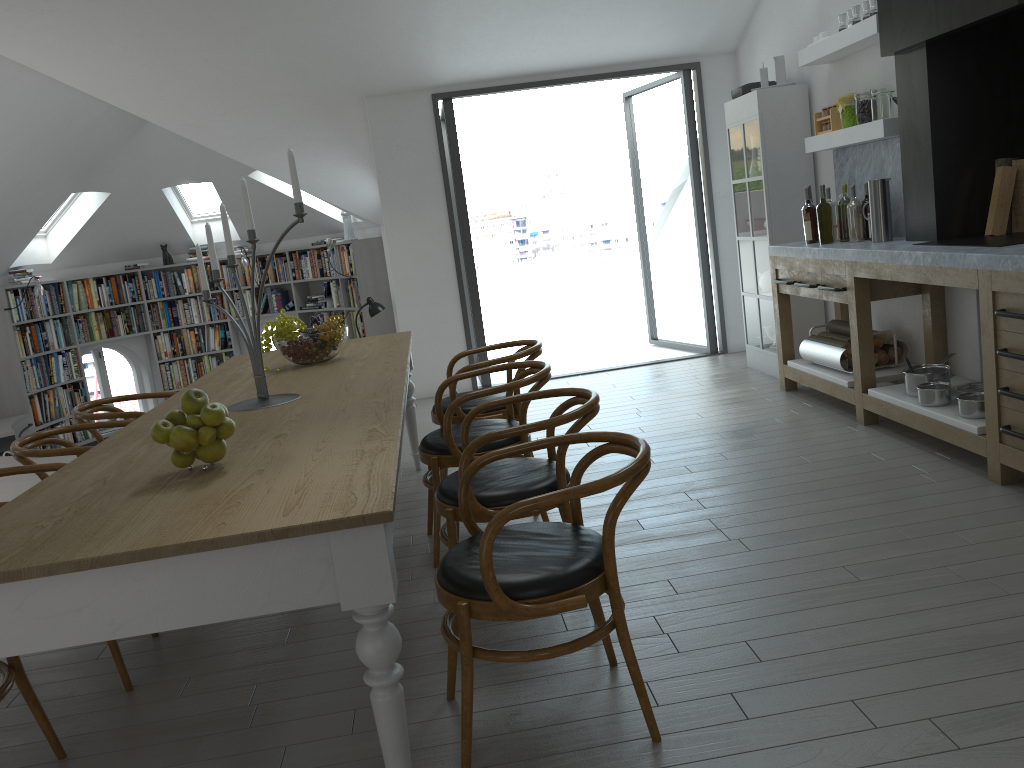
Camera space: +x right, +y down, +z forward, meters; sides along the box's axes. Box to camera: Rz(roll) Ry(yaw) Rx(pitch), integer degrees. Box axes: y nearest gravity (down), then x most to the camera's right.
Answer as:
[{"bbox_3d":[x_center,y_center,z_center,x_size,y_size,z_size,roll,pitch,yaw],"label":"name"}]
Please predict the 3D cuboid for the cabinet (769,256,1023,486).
[{"bbox_3d":[2.521,0.129,2.756,1.004,1.017,6.457,-8,10,-4],"label":"cabinet"}]

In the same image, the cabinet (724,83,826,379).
[{"bbox_3d":[1.905,-1.079,6.412,0.361,1.981,0.644,-8,9,-5],"label":"cabinet"}]

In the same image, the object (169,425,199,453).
[{"bbox_3d":[-0.849,0.141,2.300,0.076,0.076,0.077,-15,12,-37],"label":"object"}]

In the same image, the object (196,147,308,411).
[{"bbox_3d":[-0.940,-0.349,3.174,0.266,0.871,0.776,-13,11,-30],"label":"object"}]

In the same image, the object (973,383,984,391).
[{"bbox_3d":[2.242,0.025,4.155,0.041,0.045,0.248,-8,10,-5],"label":"object"}]

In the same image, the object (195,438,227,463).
[{"bbox_3d":[-0.801,0.173,2.361,0.078,0.073,0.081,0,13,40],"label":"object"}]

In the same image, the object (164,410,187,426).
[{"bbox_3d":[-0.893,0.096,2.358,0.058,0.057,0.053,-6,10,10],"label":"object"}]

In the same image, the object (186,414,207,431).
[{"bbox_3d":[-0.829,0.101,2.333,0.053,0.050,0.053,-14,11,-33],"label":"object"}]

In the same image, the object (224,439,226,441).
[{"bbox_3d":[-0.808,0.136,2.430,0.060,0.055,0.060,-9,10,-10],"label":"object"}]

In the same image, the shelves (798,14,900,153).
[{"bbox_3d":[2.507,-1.563,2.960,0.480,1.355,5.572,-9,10,-10],"label":"shelves"}]

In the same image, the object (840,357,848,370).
[{"bbox_3d":[1.889,-0.145,5.344,0.067,0.067,0.424,-9,10,-7],"label":"object"}]

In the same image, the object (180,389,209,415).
[{"bbox_3d":[-0.847,0.049,2.364,0.072,0.074,0.073,-8,10,-4],"label":"object"}]

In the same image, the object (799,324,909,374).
[{"bbox_3d":[2.047,-0.224,5.341,0.429,0.230,0.529,-9,10,-7],"label":"object"}]

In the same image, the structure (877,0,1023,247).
[{"bbox_3d":[2.281,-1.625,4.060,0.781,1.876,1.080,-8,9,-4],"label":"structure"}]

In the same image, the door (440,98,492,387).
[{"bbox_3d":[-0.413,-1.212,7.745,0.080,2.336,1.056,-8,9,-4],"label":"door"}]

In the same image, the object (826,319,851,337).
[{"bbox_3d":[2.038,-0.330,5.406,0.104,0.102,0.293,-9,10,-7],"label":"object"}]

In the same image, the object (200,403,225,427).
[{"bbox_3d":[-0.782,0.081,2.316,0.062,0.059,0.062,-8,10,-4],"label":"object"}]

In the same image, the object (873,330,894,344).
[{"bbox_3d":[2.170,-0.293,5.364,0.071,0.072,0.424,-9,10,-7],"label":"object"}]

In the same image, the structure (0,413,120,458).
[{"bbox_3d":[-3.278,0.438,9.354,4.709,0.690,4.731,1,13,40],"label":"structure"}]

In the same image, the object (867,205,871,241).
[{"bbox_3d":[2.068,-0.983,5.047,0.081,0.328,0.082,-4,10,23],"label":"object"}]

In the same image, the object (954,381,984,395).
[{"bbox_3d":[2.336,0.002,4.235,0.509,0.052,0.264,-13,12,-27],"label":"object"}]

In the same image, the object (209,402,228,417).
[{"bbox_3d":[-0.803,0.085,2.401,0.066,0.071,0.072,-14,12,-35],"label":"object"}]

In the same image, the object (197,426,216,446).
[{"bbox_3d":[-0.794,0.135,2.306,0.051,0.053,0.053,-10,10,-13],"label":"object"}]

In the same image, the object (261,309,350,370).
[{"bbox_3d":[-0.977,-0.231,4.195,0.395,0.283,0.292,-16,13,-40],"label":"object"}]

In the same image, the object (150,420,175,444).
[{"bbox_3d":[-0.908,0.124,2.307,0.063,0.063,0.062,-16,13,-41],"label":"object"}]

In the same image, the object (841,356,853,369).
[{"bbox_3d":[1.969,-0.155,5.354,0.067,0.067,0.424,-9,10,-7],"label":"object"}]

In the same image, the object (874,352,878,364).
[{"bbox_3d":[2.042,-0.176,5.358,0.093,0.083,0.481,-9,10,-7],"label":"object"}]

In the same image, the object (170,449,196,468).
[{"bbox_3d":[-0.872,0.191,2.350,0.063,0.063,0.064,-6,10,7],"label":"object"}]

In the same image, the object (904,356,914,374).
[{"bbox_3d":[2.043,-0.053,4.485,0.051,0.151,0.191,-8,10,-4],"label":"object"}]

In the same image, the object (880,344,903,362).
[{"bbox_3d":[2.207,-0.212,5.390,0.091,0.092,0.439,-9,10,-7],"label":"object"}]

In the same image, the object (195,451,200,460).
[{"bbox_3d":[-0.843,0.183,2.414,0.050,0.050,0.051,-8,10,-1],"label":"object"}]

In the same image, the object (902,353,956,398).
[{"bbox_3d":[2.155,-0.036,4.467,0.379,0.163,0.224,-10,10,-15],"label":"object"}]

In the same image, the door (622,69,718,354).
[{"bbox_3d":[1.387,-1.474,7.865,0.080,2.336,1.054,-11,9,-19],"label":"door"}]

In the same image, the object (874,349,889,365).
[{"bbox_3d":[2.122,-0.192,5.386,0.091,0.089,0.457,-9,10,-7],"label":"object"}]

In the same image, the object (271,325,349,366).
[{"bbox_3d":[-0.942,-0.171,4.192,0.361,0.159,0.361,-12,11,-24],"label":"object"}]

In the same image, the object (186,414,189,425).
[{"bbox_3d":[-0.867,0.104,2.433,0.071,0.063,0.072,-9,10,-11],"label":"object"}]

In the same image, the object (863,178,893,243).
[{"bbox_3d":[2.023,-0.955,4.885,0.114,0.338,0.165,-8,9,-1],"label":"object"}]

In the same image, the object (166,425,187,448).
[{"bbox_3d":[-0.906,0.138,2.392,0.071,0.072,0.070,-15,12,-39],"label":"object"}]

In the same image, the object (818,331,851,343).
[{"bbox_3d":[1.992,-0.259,5.376,0.101,0.086,0.364,-9,10,-7],"label":"object"}]

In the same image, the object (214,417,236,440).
[{"bbox_3d":[-0.767,0.118,2.356,0.062,0.059,0.062,-8,10,0],"label":"object"}]

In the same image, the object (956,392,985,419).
[{"bbox_3d":[2.122,0.083,3.959,0.261,0.112,0.154,-8,10,-5],"label":"object"}]

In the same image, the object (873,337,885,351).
[{"bbox_3d":[2.095,-0.261,5.378,0.115,0.079,0.437,-9,10,-7],"label":"object"}]

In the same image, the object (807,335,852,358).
[{"bbox_3d":[1.921,-0.228,5.344,0.092,0.093,0.439,-9,10,-7],"label":"object"}]

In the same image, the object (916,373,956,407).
[{"bbox_3d":[2.071,0.035,4.255,0.261,0.112,0.154,-10,10,-15],"label":"object"}]
